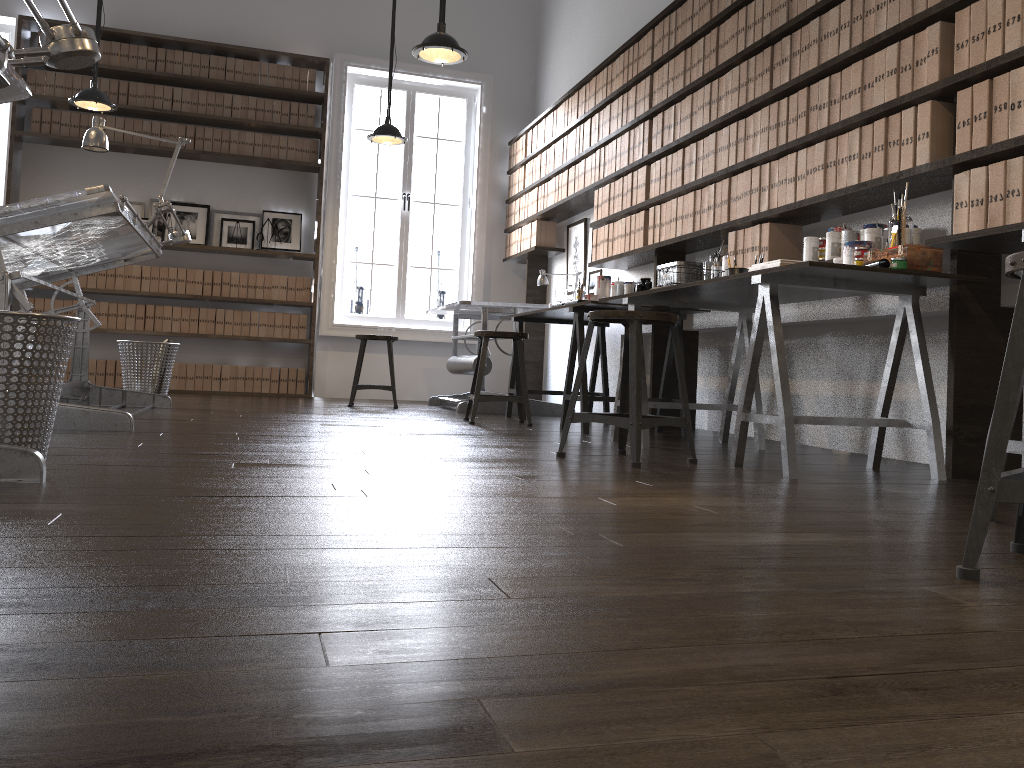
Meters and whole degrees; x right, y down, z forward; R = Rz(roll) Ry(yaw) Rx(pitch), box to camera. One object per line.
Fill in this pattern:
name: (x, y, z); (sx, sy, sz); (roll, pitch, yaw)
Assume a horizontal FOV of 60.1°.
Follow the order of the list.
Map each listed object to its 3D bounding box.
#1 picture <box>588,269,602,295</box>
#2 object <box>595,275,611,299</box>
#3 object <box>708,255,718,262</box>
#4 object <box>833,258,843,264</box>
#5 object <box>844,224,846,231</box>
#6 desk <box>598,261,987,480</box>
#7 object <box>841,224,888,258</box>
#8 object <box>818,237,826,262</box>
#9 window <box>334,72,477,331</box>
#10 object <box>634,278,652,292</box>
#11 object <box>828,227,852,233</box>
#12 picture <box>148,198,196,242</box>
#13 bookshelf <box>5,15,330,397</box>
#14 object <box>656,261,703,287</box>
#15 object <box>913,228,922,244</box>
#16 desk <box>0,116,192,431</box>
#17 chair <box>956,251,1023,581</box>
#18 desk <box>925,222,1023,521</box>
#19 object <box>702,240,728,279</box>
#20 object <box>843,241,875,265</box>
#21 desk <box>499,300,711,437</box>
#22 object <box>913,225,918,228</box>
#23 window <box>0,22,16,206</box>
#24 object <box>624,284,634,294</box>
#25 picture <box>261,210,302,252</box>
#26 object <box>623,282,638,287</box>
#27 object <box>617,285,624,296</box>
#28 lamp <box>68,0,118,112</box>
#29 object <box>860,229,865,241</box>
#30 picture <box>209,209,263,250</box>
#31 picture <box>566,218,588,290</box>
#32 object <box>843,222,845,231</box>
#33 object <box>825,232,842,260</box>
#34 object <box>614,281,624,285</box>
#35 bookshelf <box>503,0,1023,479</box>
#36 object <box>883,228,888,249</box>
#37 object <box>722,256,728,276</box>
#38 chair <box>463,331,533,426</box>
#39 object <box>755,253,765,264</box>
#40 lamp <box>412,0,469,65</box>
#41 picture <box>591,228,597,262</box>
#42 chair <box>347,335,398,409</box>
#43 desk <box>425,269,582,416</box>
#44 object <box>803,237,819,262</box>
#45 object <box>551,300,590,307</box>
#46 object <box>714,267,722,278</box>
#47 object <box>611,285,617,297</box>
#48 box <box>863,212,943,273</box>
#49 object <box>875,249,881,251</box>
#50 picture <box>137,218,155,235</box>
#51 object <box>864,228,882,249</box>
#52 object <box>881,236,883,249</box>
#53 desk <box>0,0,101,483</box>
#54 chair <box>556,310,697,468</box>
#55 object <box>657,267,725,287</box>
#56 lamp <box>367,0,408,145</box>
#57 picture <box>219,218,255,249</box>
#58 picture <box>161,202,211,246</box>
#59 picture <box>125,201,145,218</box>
picture: (0.628, -0.762, 6.668); (0.023, 0.184, 0.251); (3, -1, -16)
object: (0.612, -0.638, 5.965); (0.107, 0.177, 0.106); (3, -2, -15)
object: (1.106, -0.603, 4.823); (0.078, 0.188, 0.079); (4, -2, -37)
object: (1.199, -0.409, 3.221); (0.062, 0.094, 0.061); (2, -2, 33)
object: (1.365, -0.573, 3.592); (0.036, 0.149, 0.005); (2, -2, 7)
desk: (0.948, -0.039, 3.517); (0.655, 0.670, 1.668); (3, 0, -16)
object: (1.407, -0.561, 3.555); (0.205, 0.162, 0.094); (3, -2, -15)
object: (1.312, -0.552, 3.726); (0.044, 0.128, 0.045); (3, -2, -16)
window: (-0.976, -1.640, 8.129); (1.244, 2.314, 0.153); (3, -2, -16)
object: (0.795, -0.592, 5.431); (0.091, 0.109, 0.171); (3, 0, -16)
object: (1.360, -0.565, 3.675); (0.094, 0.162, 0.095); (3, -2, -20)
picture: (-2.945, -1.389, 7.653); (0.369, 0.407, 0.091); (3, -2, -16)
bookshelf: (-2.939, -1.073, 7.611); (2.471, 3.731, 0.412); (3, -2, -16)
object: (0.956, -0.601, 5.022); (0.193, 0.152, 0.317); (3, 0, -17)
object: (1.489, -0.528, 3.291); (0.062, 0.096, 0.061); (2, -2, 16)
desk: (-2.130, -0.550, 4.234); (1.075, 1.389, 2.279); (3, 0, -16)
chair: (0.955, 0.059, 1.407); (0.358, 0.529, 0.371); (1, -2, 42)
desk: (1.553, 0.012, 1.464); (0.655, 0.670, 1.668); (3, 0, -16)
object: (1.074, -0.651, 4.666); (0.156, 0.272, 0.181); (4, -2, -32)
object: (1.218, -0.426, 3.112); (0.104, 0.142, 0.105); (3, -1, -9)
desk: (0.450, -0.081, 5.209); (0.655, 0.670, 1.668); (3, 0, -16)
object: (1.505, -0.542, 3.402); (0.094, 0.130, 0.094); (3, -1, -29)
window: (-4.809, -1.794, 7.131); (1.481, 2.502, 0.153); (3, -2, -16)
object: (0.745, -0.588, 5.643); (0.062, 0.094, 0.062); (3, -2, -31)
picture: (-2.050, -1.361, 7.883); (0.343, 0.365, 0.160); (3, -2, -16)
object: (0.775, -0.601, 5.804); (0.094, 0.128, 0.094); (2, -1, 14)
object: (0.705, -0.590, 5.697); (0.063, 0.093, 0.062); (3, -2, -31)
lamp: (-2.868, -3.063, 6.217); (0.312, 2.257, 0.311); (4, -3, -37)
object: (1.396, -0.545, 3.476); (0.062, 0.119, 0.061); (1, -2, 42)
picture: (-2.429, -1.343, 7.801); (0.433, 0.362, 0.095); (3, -2, -16)
picture: (0.515, -1.008, 7.065); (0.040, 0.576, 0.415); (3, -1, -16)
object: (1.357, -0.573, 3.597); (0.029, 0.169, 0.004); (2, -2, 6)
object: (1.296, -0.550, 3.570); (0.062, 0.119, 0.061); (1, -2, 42)
object: (0.711, -0.615, 5.886); (0.070, 0.130, 0.070); (2, -2, 22)
bookshelf: (1.368, -0.577, 3.845); (0.373, 3.211, 9.175); (3, 0, -16)
object: (1.420, -0.531, 3.307); (0.062, 0.095, 0.063); (2, -1, 16)
object: (1.099, -0.571, 4.428); (0.094, 0.128, 0.095); (3, -1, -10)
chair: (-0.072, -0.030, 5.049); (0.358, 0.529, 0.371); (3, -1, -8)
object: (1.082, -0.476, 3.928); (0.101, 0.209, 0.101); (2, -2, 29)
lamp: (-0.345, -2.934, 4.923); (0.312, 2.257, 0.311); (4, -3, -37)
picture: (0.646, -1.055, 6.671); (0.022, 0.285, 0.201); (3, -1, -17)
chair: (-0.997, -0.088, 6.455); (0.358, 0.529, 0.371); (3, -1, -8)
desk: (-0.031, -0.340, 6.777); (1.070, 1.100, 1.268); (3, -1, -16)
object: (1.252, -0.554, 3.708); (0.062, 0.119, 0.061); (1, -2, 33)
object: (0.433, -0.429, 4.928); (0.312, 0.033, 0.445); (2, 1, -16)
object: (1.115, -0.554, 4.507); (0.181, 0.093, 0.062); (3, -1, -2)
object: (0.672, -0.593, 5.759); (0.062, 0.094, 0.062); (3, -2, -31)
box: (1.273, -0.460, 2.887); (0.137, 0.207, 0.212); (3, -1, -16)
object: (1.307, -0.417, 3.188); (0.094, 0.128, 0.095); (3, -1, -20)
picture: (-3.197, -1.307, 7.494); (0.299, 0.229, 0.144); (3, -1, -16)
object: (1.358, -0.535, 3.330); (0.062, 0.096, 0.061); (2, -2, 16)
object: (1.418, -0.522, 3.392); (0.054, 0.081, 0.054); (3, -2, -26)
desk: (-1.183, -0.470, 1.020); (1.075, 1.389, 2.068); (3, 0, -16)
chair: (0.419, 0.014, 3.137); (0.357, 0.529, 0.372); (4, -2, -43)
object: (0.857, -0.466, 4.248); (0.284, 0.161, 0.203); (3, 0, -16)
lamp: (-0.899, -2.981, 6.790); (0.312, 2.257, 0.311); (4, -3, -37)
picture: (-2.407, -1.307, 7.763); (0.289, 0.291, 0.127); (3, -2, -16)
picture: (-2.810, -1.375, 7.637); (0.373, 0.392, 0.148); (3, -2, -16)
picture: (-3.356, -1.385, 7.528); (0.415, 0.366, 0.083); (3, -2, -16)
